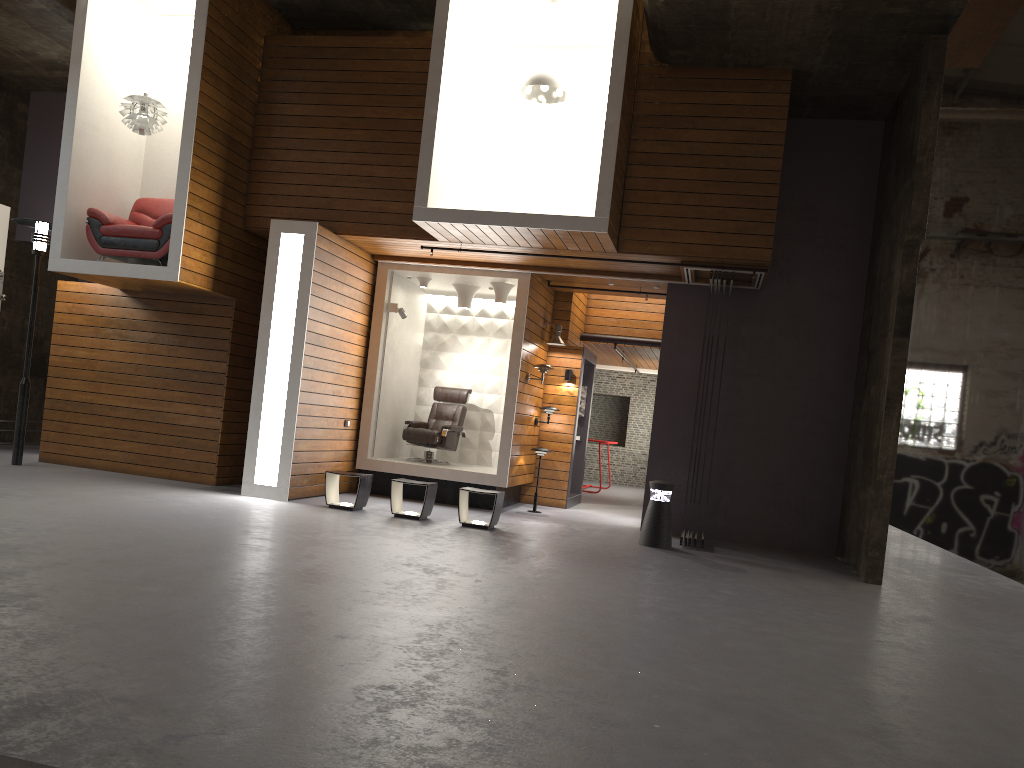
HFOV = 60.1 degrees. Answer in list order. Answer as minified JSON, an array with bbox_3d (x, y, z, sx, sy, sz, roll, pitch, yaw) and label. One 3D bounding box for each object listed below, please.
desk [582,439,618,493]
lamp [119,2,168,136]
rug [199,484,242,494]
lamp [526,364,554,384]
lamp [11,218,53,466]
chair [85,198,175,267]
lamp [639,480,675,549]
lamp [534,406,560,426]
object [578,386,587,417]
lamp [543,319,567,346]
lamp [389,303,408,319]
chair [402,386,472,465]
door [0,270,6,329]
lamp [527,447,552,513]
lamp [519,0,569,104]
[{"bbox_3d":[1.502,1.574,17.238,0.843,0.985,1.719,6,-2,13],"label":"desk"},{"bbox_3d":[-3.970,-3.637,9.722,0.513,1.774,0.486,6,0,-23],"label":"lamp"},{"bbox_3d":[-3.130,1.256,10.729,0.539,0.014,1.580,6,-3,13],"label":"rug"},{"bbox_3d":[0.368,-0.132,11.410,0.351,0.271,0.288,6,-1,13],"label":"lamp"},{"bbox_3d":[-5.645,-0.441,10.359,0.631,2.948,0.628,6,0,-36],"label":"lamp"},{"bbox_3d":[-4.051,-1.732,10.083,1.199,0.937,0.954,6,-1,13],"label":"chair"},{"bbox_3d":[1.558,1.373,9.406,0.347,0.696,0.349,6,0,19],"label":"lamp"},{"bbox_3d":[0.493,0.446,12.283,0.326,0.297,0.288,6,-1,13],"label":"lamp"},{"bbox_3d":[0.963,0.259,13.843,0.380,0.478,0.048,6,0,13],"label":"object"},{"bbox_3d":[0.596,-0.707,12.136,0.345,0.331,0.295,6,-1,15],"label":"lamp"},{"bbox_3d":[-1.475,-0.949,11.521,0.249,0.188,0.129,7,-1,-18],"label":"lamp"},{"bbox_3d":[-1.047,0.552,12.257,0.753,1.071,0.827,6,-1,28],"label":"chair"},{"bbox_3d":[-6.479,-0.271,11.002,0.147,2.304,1.283,6,0,-24],"label":"door"},{"bbox_3d":[0.341,1.252,11.620,0.287,0.862,0.287,6,0,-1],"label":"lamp"},{"bbox_3d":[0.396,-3.581,9.457,0.529,0.987,0.531,6,0,25],"label":"lamp"}]
